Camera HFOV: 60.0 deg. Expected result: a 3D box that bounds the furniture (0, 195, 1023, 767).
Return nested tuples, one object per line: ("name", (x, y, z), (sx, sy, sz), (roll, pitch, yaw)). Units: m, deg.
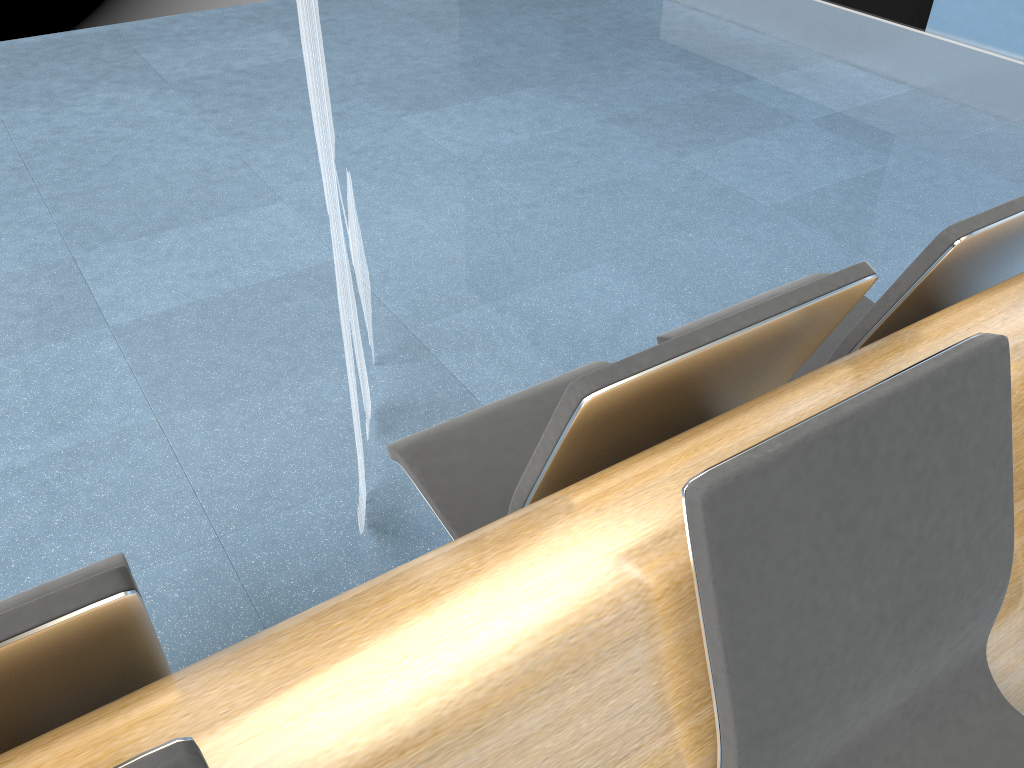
("furniture", (0.191, 0.371, 1.217), (2.281, 0.896, 1.301), (-22, 43, -26))
